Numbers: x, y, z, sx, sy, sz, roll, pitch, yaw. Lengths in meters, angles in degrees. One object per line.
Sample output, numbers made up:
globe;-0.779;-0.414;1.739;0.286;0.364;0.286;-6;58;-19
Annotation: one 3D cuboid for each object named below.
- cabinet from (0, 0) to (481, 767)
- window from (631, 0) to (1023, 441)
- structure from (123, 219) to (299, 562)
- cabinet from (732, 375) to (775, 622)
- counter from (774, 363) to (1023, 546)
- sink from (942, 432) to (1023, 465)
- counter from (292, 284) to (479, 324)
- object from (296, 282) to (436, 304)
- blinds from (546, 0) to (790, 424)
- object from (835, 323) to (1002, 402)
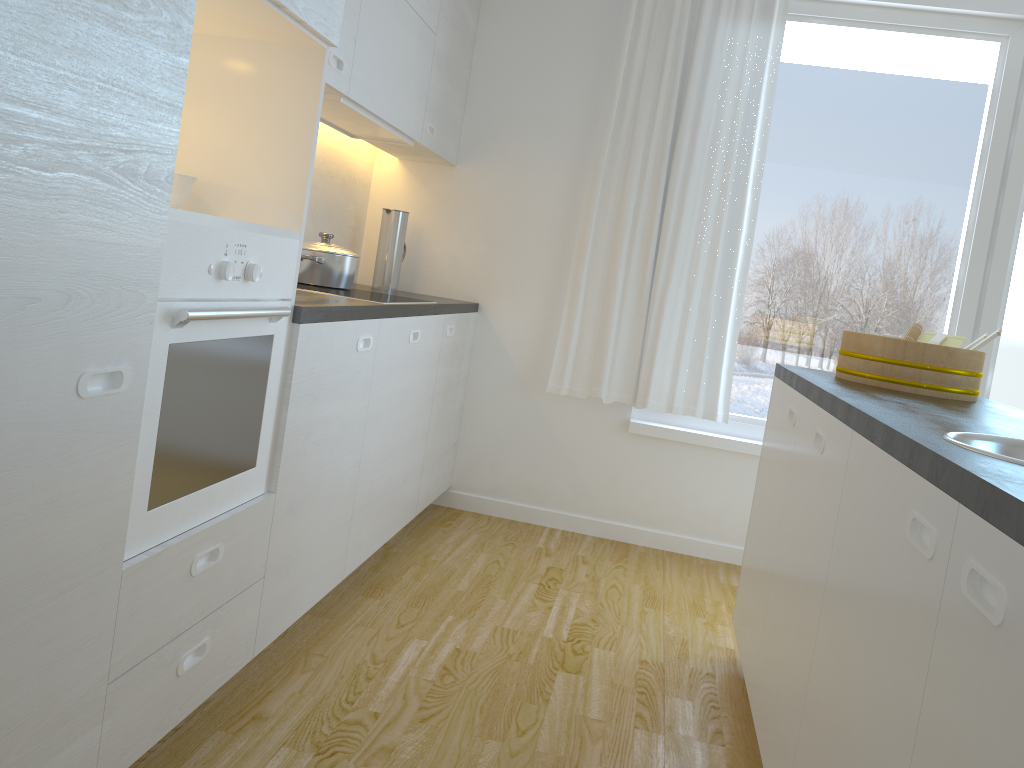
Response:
cabinet;-0.607;-0.553;2.477;0.482;2.290;3.212;9;6;9
window;2.018;-0.561;3.759;2.731;1.911;0.088;10;3;9
structure;-0.575;-0.010;1.776;0.049;0.593;0.562;9;5;9
cabinet;0.858;0.583;1.625;0.601;0.905;2.409;9;6;9
counter;0.931;0.116;1.597;0.601;0.040;2.409;10;7;9
sink;0.836;0.192;1.296;0.403;0.156;0.407;4;8;-39
counter;-0.615;-0.305;3.096;0.601;0.040;2.008;10;7;9
object;-0.614;-0.323;3.099;0.563;0.013;0.656;10;7;9
blinds;0.699;-0.952;3.776;0.796;2.151;0.150;9;3;9
object;1.153;-0.092;2.546;0.381;0.213;0.429;13;8;37
